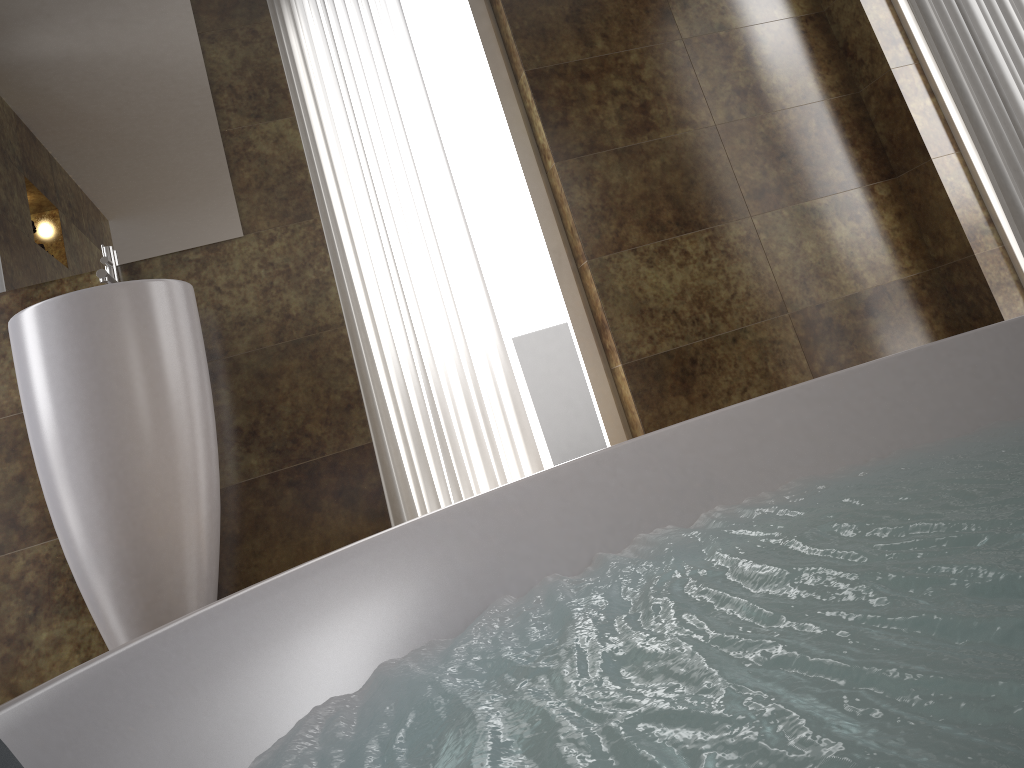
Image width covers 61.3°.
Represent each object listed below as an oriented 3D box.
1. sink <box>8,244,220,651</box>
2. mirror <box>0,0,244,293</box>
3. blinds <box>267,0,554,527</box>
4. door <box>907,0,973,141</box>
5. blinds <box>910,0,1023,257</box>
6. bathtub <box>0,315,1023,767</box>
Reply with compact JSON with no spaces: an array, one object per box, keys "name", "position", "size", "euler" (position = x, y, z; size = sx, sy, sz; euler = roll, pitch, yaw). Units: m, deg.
[{"name":"sink","position":[-1.004,0.123,2.249],"size":[0.464,1.177,0.413],"euler":[-14,-13,-11]},{"name":"mirror","position":[-1.351,-0.877,2.720],"size":[0.779,1.131,0.008],"euler":[-14,-14,-15]},{"name":"blinds","position":[-0.404,-0.672,2.809],"size":[0.526,2.346,0.063],"euler":[-13,-14,-15]},{"name":"door","position":[1.966,-1.350,3.023],"size":[0.939,2.308,0.039],"euler":[-20,-14,17]},{"name":"blinds","position":[1.411,-1.243,2.694],"size":[0.070,2.359,0.457],"euler":[-13,-14,-13]},{"name":"bathtub","position":[0.493,0.111,0.571],"size":[1.716,0.543,1.730],"euler":[-18,-4,17]}]
